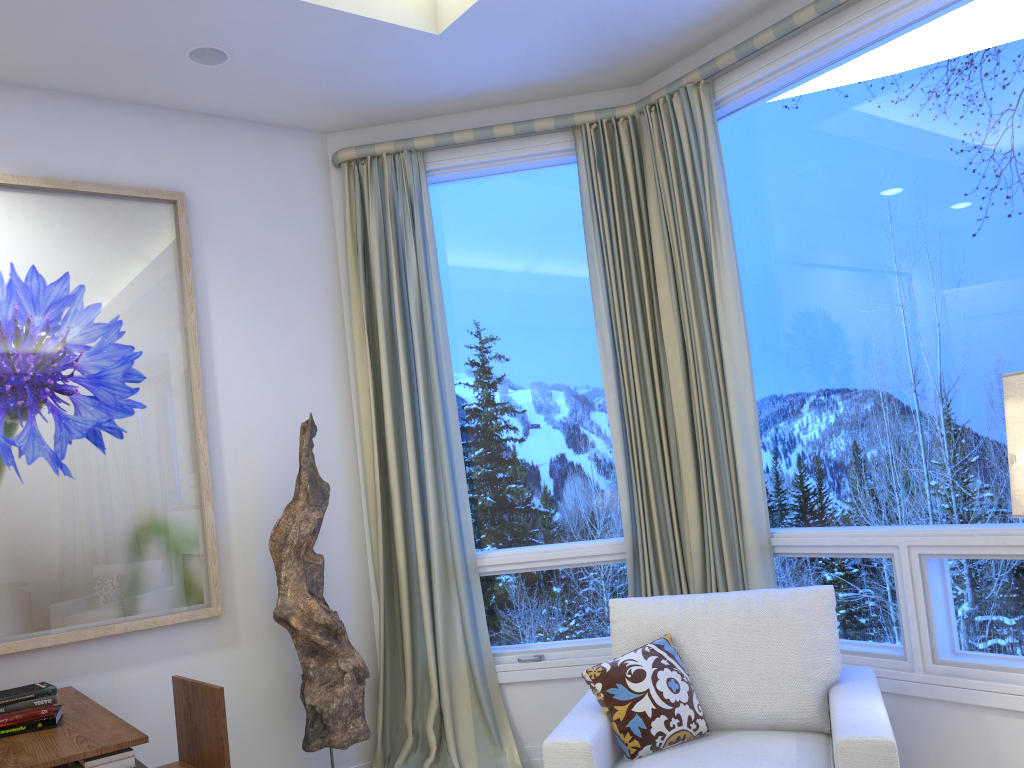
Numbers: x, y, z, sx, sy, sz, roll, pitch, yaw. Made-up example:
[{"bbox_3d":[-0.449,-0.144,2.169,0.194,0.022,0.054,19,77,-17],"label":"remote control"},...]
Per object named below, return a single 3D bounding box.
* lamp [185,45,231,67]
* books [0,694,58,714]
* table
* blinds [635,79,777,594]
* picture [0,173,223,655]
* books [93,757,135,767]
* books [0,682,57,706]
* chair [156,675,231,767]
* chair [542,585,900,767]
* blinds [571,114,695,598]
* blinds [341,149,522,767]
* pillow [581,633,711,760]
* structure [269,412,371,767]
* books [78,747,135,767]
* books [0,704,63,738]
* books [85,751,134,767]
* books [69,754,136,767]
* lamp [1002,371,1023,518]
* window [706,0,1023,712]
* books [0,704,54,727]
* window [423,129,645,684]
[{"bbox_3d":[-0.948,-1.017,2.766,0.137,0.014,0.137,-9,-7,25],"label":"lamp"},{"bbox_3d":[-1.250,0.798,2.208,0.205,0.020,0.125,-3,-7,-27],"label":"books"},{"bbox_3d":[-1.352,1.167,2.125,0.739,0.598,0.905,-3,-6,-37],"label":"table"},{"bbox_3d":[0.629,0.159,3.013,0.266,2.361,0.527,-3,-4,-44],"label":"blinds"},{"bbox_3d":[-1.736,0.080,2.544,1.678,1.456,0.030,-3,-4,-37],"label":"picture"},{"bbox_3d":[-0.938,0.862,2.024,0.108,0.020,0.151,-2,-7,-37],"label":"books"},{"bbox_3d":[-1.250,0.778,2.208,0.180,0.018,0.126,-1,-8,-42],"label":"books"},{"bbox_3d":[-0.990,1.153,2.406,0.340,0.608,0.342,-3,-5,-42],"label":"chair"},{"bbox_3d":[0.557,0.930,2.321,0.808,0.704,0.689,-8,-5,18],"label":"chair"},{"bbox_3d":[0.481,0.186,3.134,0.525,2.364,0.270,-6,-3,7],"label":"blinds"},{"bbox_3d":[-0.399,0.286,3.219,0.642,2.367,0.295,-6,-3,5],"label":"blinds"},{"bbox_3d":[0.359,0.827,2.365,0.284,0.271,0.188,-4,-5,-28],"label":"pillow"},{"bbox_3d":[-0.665,0.790,3.021,0.305,1.390,0.265,-4,-4,-36],"label":"structure"},{"bbox_3d":[-0.934,0.843,2.022,0.103,0.013,0.143,-2,-7,-37],"label":"books"},{"bbox_3d":[-1.248,0.850,2.212,0.212,0.027,0.155,-4,-6,-22],"label":"books"},{"bbox_3d":[-0.935,0.843,2.022,0.100,0.012,0.141,-2,-7,-37],"label":"books"},{"bbox_3d":[-0.938,0.862,2.024,0.111,0.022,0.154,-2,-7,-37],"label":"books"},{"bbox_3d":[0.993,0.646,2.448,0.276,1.202,1.537,-5,-5,-25],"label":"lamp"},{"bbox_3d":[1.200,-0.116,2.589,0.205,2.021,1.520,-4,-5,-37],"label":"window"},{"bbox_3d":[-1.252,0.822,2.203,0.190,0.031,0.132,-2,-7,-32],"label":"books"},{"bbox_3d":[1.801,-0.347,0.992,0.812,2.019,6.880,-4,-6,-37],"label":"window"}]
